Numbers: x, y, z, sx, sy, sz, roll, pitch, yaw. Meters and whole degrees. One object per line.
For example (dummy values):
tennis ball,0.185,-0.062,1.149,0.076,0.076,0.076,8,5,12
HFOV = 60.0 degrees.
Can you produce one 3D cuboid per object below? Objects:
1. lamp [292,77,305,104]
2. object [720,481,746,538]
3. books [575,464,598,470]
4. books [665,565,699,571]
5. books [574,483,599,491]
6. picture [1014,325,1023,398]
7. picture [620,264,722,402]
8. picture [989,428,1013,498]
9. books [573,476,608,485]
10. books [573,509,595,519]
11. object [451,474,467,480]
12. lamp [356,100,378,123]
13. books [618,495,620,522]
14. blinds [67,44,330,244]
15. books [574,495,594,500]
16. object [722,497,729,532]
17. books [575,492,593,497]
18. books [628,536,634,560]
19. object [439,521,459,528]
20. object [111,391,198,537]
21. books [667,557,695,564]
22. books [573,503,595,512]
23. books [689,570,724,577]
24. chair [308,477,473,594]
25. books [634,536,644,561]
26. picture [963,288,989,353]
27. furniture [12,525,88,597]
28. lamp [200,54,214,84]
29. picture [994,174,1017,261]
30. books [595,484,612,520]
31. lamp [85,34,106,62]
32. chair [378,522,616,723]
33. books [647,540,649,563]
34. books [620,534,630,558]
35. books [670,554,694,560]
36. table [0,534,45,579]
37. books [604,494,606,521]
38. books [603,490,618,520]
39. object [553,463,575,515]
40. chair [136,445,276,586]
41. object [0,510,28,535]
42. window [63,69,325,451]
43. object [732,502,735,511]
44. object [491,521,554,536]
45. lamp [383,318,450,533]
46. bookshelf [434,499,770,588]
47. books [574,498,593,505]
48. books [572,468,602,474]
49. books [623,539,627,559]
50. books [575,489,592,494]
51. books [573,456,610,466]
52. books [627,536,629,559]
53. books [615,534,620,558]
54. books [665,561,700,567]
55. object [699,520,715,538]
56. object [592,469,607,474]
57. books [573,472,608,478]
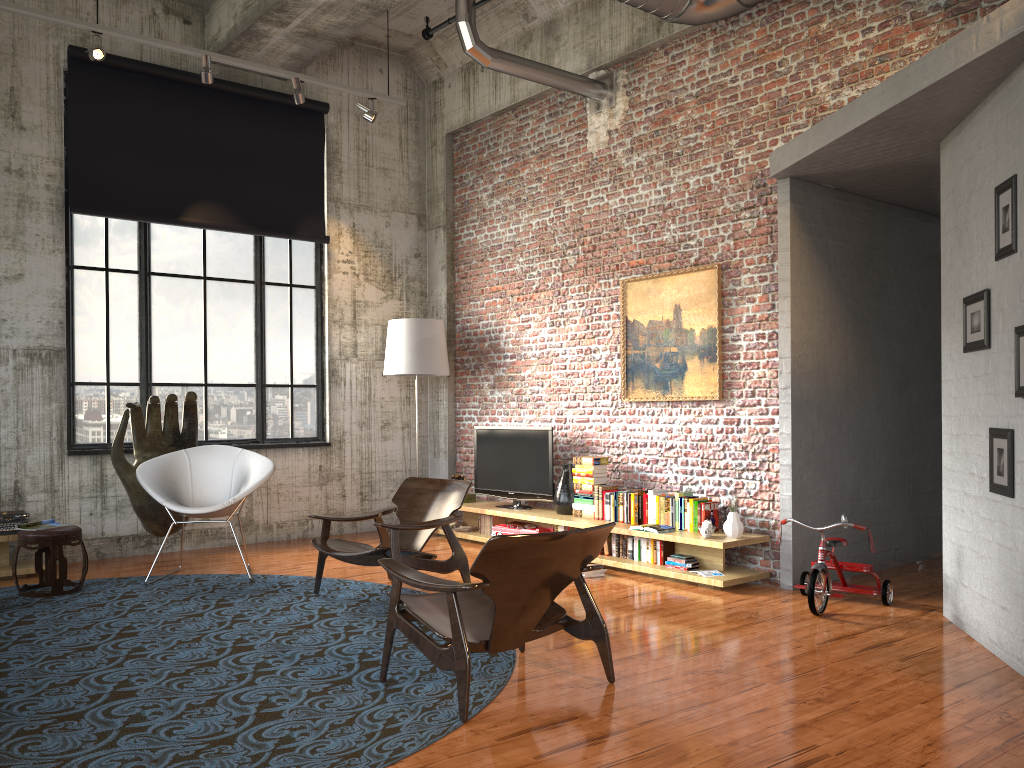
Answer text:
lamp,-1.920,-2.615,7.968,0.102,0.251,0.165,0,0,7
object,1.628,0.907,6.512,0.197,0.445,0.234,-1,0,39
books,0.698,0.728,7.810,0.168,0.037,0.231,1,-2,-38
books,1.306,1.396,6.786,0.149,0.026,0.214,1,-2,-38
books,0.692,0.903,7.812,0.171,0.057,0.246,1,-2,-38
picture,2.397,-0.109,4.121,0.015,0.341,0.330,0,-1,12
picture,1.294,-0.392,7.343,0.040,1.064,1.065,-1,0,-38
picture,2.497,0.397,4.536,0.015,0.341,0.330,0,-1,12
books,0.692,0.845,7.812,0.180,0.060,0.259,1,-2,-38
books,0.705,1.139,7.818,0.198,0.066,0.284,1,-2,-38
object,-0.564,1.047,9.239,0.215,0.208,0.216,-1,-1,41
lamp,-1.366,-2.600,8.473,0.226,0.215,0.102,-1,0,3
books,0.957,1.046,7.458,0.161,0.223,0.027,0,0,-38
blinds,-2.880,-2.195,8.445,2.443,1.464,0.150,0,0,-38
books,0.690,0.996,7.810,0.160,0.026,0.250,1,-2,-38
object,1.642,1.003,6.825,0.057,0.273,0.057,0,0,12
books,0.691,0.970,7.811,0.161,0.027,0.223,1,-2,-38
books,1.010,1.333,7.233,0.129,0.186,0.043,0,0,-38
object,-0.666,1.432,9.211,0.183,0.133,0.274,0,-1,-30
object,-3.116,0.713,7.756,0.727,1.296,0.456,0,0,-27
books,1.305,1.346,6.790,0.132,0.024,0.192,1,-2,-33
books,0.698,1.080,7.811,0.176,0.053,0.290,1,-2,-38
books,1.442,1.392,6.562,0.169,0.023,0.230,0,-2,-18
chair,-0.839,1.101,6.310,0.875,0.793,1.043,-1,-1,42
books,1.050,1.315,7.185,0.133,0.219,0.040,0,0,-38
picture,2.553,-0.341,4.889,0.015,0.316,0.426,0,-1,12
furniture,-3.380,1.284,6.494,0.432,0.477,0.432,-1,-1,7
lamp,-2.566,-2.624,7.452,0.102,0.251,0.165,0,0,-13
picture,2.476,-0.829,4.452,0.015,0.381,0.278,0,0,10
books,0.791,1.020,7.657,0.176,0.291,0.044,0,0,-38
lamp,-3.268,-2.629,6.963,0.102,0.211,0.260,0,-1,-43
chair,-0.067,1.036,4.230,0.875,0.793,1.043,0,-1,-37
books,1.131,1.334,7.083,0.127,0.174,0.028,0,0,-38
books,0.935,1.316,7.305,0.105,0.225,0.033,0,0,-38
books,1.306,1.324,6.786,0.108,0.019,0.154,1,-2,-38
table,-4.206,1.369,7.009,0.875,0.359,0.475,1,-1,-38
books,0.853,1.050,7.578,0.161,0.223,0.026,0,0,-38
books,0.845,1.038,7.603,0.160,0.251,0.026,0,0,-38
object,0.509,0.954,8.065,0.268,0.455,0.268,0,0,-7
chair,-2.435,1.014,7.056,1.057,1.030,0.806,0,0,1
object,-4.068,1.114,7.089,0.423,0.153,0.382,1,-2,-38
window,-2.976,-1.066,8.590,2.579,3.435,0.050,0,0,-38
object,1.680,1.001,6.754,0.057,0.273,0.057,0,0,12
object,0.099,1.376,8.254,0.600,0.174,0.244,-2,-2,43
lamp,-0.992,0.463,9.289,0.694,2.243,0.707,0,0,-16
bookshelf,0.510,1.356,7.934,0.548,0.359,3.846,0,-2,-38
books,0.693,1.032,7.820,0.174,0.045,0.240,1,-2,-38
books,0.685,0.763,7.809,0.183,0.034,0.253,1,-2,-38
books,0.960,1.350,7.281,0.108,0.156,0.036,0,0,-38
books,0.688,0.944,7.808,0.161,0.026,0.223,1,-2,-38
books,0.701,0.677,7.816,0.198,0.066,0.260,1,-2,-38
books,0.990,1.336,7.262,0.120,0.182,0.028,0,0,-38
books,0.921,1.337,7.343,0.142,0.187,0.043,0,0,-38
books,1.305,1.371,6.786,0.214,0.025,0.149,-2,-2,37
object,1.446,1.077,6.570,0.123,0.123,0.251,-1,-1,7
object,0.684,0.764,7.809,0.178,0.031,0.249,1,-2,-38
books,0.688,0.798,7.812,0.183,0.034,0.253,1,-2,-38
